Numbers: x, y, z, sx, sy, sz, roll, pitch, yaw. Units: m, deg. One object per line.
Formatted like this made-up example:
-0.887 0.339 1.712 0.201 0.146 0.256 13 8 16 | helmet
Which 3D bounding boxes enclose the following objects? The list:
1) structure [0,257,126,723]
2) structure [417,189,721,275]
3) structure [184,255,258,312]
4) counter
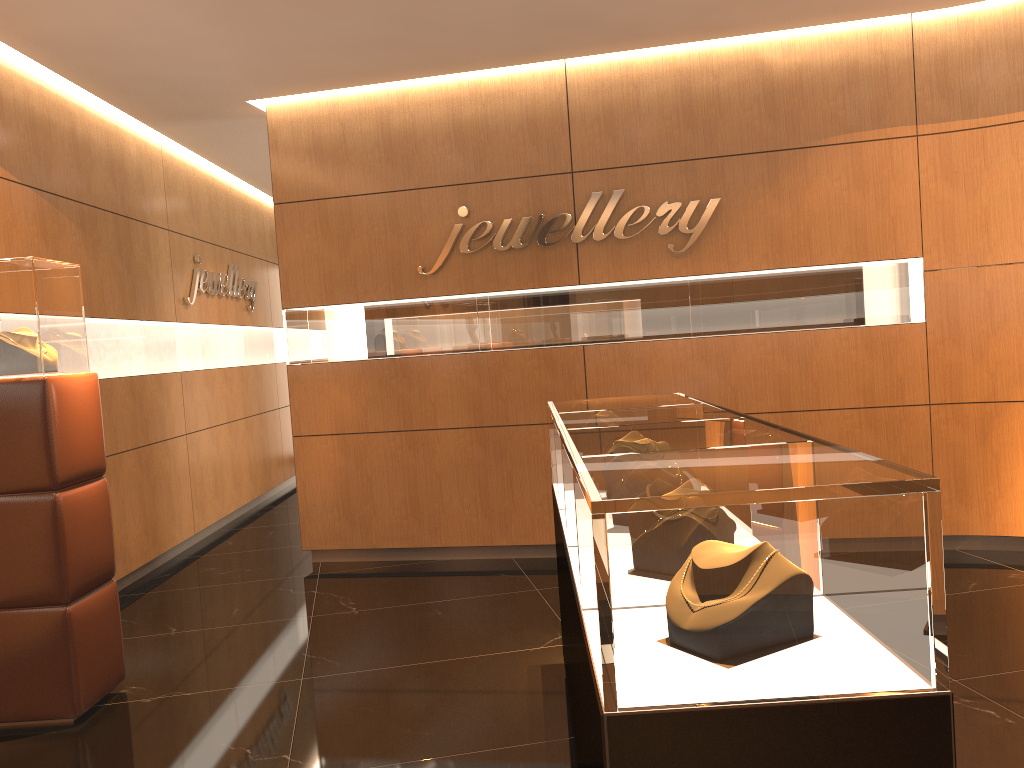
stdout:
-2.135 0.451 3.962 0.498 1.968 0.484 -4 3 0 | structure
0.342 -1.024 5.886 2.050 0.442 0.034 -3 3 12 | structure
-2.717 -0.933 8.405 0.034 0.442 2.050 -4 3 1 | structure
0.488 0.705 2.801 0.615 1.173 2.514 -4 3 1 | counter
